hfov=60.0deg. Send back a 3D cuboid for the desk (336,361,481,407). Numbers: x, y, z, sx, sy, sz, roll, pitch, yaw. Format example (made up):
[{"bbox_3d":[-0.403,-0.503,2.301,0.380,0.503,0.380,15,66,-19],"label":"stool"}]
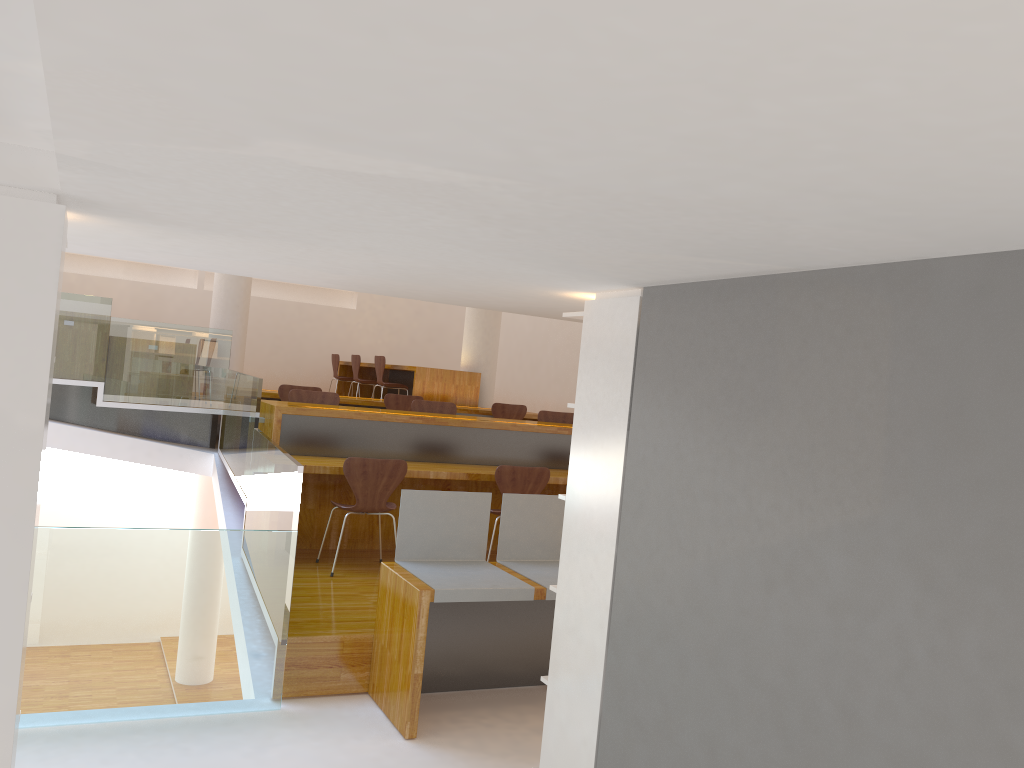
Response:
[{"bbox_3d":[-1.400,0.080,11.054,0.760,0.606,3.185,6,0,-26],"label":"desk"}]

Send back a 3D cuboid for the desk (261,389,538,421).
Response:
[{"bbox_3d":[-1.183,0.480,8.961,3.185,0.606,0.760,6,0,-26],"label":"desk"}]

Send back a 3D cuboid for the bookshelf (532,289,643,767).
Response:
[{"bbox_3d":[1.548,0.726,3.706,2.984,1.836,0.498,6,0,-26],"label":"bookshelf"}]

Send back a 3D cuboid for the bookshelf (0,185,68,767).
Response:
[{"bbox_3d":[-2.874,0.292,1.486,3.666,1.836,0.397,6,0,-26],"label":"bookshelf"}]

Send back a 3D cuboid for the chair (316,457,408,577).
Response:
[{"bbox_3d":[-0.898,0.773,5.354,0.428,0.693,0.381,6,0,-26],"label":"chair"}]

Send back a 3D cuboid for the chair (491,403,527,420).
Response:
[{"bbox_3d":[-0.125,0.535,8.976,0.428,0.693,0.381,6,0,-26],"label":"chair"}]

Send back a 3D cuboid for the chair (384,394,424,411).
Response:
[{"bbox_3d":[-1.110,0.439,8.452,0.428,0.693,0.381,6,0,-26],"label":"chair"}]

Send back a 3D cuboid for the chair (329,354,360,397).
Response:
[{"bbox_3d":[-2.240,-0.040,11.913,0.381,0.693,0.428,6,0,-26],"label":"chair"}]

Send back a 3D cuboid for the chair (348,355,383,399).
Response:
[{"bbox_3d":[-1.788,0.003,10.890,0.381,0.693,0.428,6,0,-26],"label":"chair"}]

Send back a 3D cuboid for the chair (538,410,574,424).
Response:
[{"bbox_3d":[0.435,0.589,7.442,0.428,0.693,0.381,6,0,-26],"label":"chair"}]

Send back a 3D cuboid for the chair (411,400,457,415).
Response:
[{"bbox_3d":[-0.583,0.489,6.987,0.428,0.693,0.381,6,0,-26],"label":"chair"}]

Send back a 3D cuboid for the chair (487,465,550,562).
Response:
[{"bbox_3d":[-0.029,0.859,5.779,0.428,0.693,0.381,6,0,-26],"label":"chair"}]

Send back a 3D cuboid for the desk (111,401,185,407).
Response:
[{"bbox_3d":[-4.397,-0.298,9.547,1.527,0.785,3.243,6,0,-26],"label":"desk"}]

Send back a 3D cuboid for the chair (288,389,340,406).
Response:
[{"bbox_3d":[-1.452,0.404,6.563,0.428,0.693,0.381,6,0,-26],"label":"chair"}]

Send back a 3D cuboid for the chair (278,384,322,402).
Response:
[{"bbox_3d":[-1.979,0.353,8.028,0.428,0.693,0.381,6,0,-26],"label":"chair"}]

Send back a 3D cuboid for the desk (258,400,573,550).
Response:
[{"bbox_3d":[-0.216,0.730,6.496,3.236,0.918,1.285,6,0,-26],"label":"desk"}]

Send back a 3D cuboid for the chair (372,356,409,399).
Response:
[{"bbox_3d":[-1.365,0.044,10.016,0.381,0.693,0.428,6,0,-26],"label":"chair"}]
